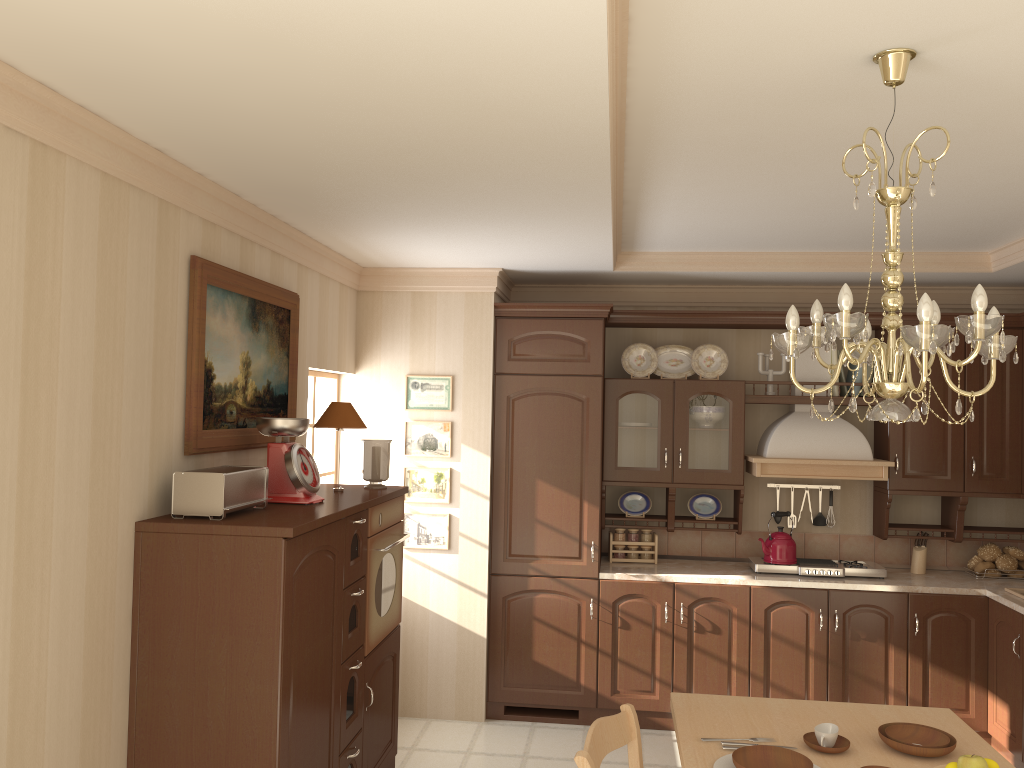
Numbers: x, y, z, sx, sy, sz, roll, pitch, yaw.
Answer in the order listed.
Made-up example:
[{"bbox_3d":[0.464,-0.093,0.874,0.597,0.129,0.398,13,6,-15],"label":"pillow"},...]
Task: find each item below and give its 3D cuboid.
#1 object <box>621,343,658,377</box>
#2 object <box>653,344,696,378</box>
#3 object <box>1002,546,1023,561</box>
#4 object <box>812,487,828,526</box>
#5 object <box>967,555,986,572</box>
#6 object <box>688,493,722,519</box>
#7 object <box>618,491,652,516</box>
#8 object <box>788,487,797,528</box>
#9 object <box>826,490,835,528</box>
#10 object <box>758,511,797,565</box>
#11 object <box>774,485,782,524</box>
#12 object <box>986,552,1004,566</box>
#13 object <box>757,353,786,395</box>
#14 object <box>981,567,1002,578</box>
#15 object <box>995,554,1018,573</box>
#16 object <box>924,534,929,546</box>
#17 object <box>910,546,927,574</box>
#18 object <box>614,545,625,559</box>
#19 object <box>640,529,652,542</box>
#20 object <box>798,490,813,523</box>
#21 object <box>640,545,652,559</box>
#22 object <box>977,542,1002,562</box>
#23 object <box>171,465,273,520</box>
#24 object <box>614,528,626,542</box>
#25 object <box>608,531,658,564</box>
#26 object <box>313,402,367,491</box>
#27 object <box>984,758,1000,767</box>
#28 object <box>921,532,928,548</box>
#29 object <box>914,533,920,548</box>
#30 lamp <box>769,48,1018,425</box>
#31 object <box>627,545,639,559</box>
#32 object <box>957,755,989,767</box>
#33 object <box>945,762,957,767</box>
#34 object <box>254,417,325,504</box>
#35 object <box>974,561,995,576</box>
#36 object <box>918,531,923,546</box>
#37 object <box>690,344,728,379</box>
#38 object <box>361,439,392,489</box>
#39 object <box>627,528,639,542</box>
[{"bbox_3d":[0.759,-0.143,5.270,0.220,0.210,0.068,1,-2,5],"label":"object"},{"bbox_3d":[0.968,-0.135,5.302,0.342,0.209,0.073,1,-2,8],"label":"object"},{"bbox_3d":[2.838,0.956,5.010,0.112,0.078,0.125,1,-2,1],"label":"object"},{"bbox_3d":[1.837,0.731,5.290,0.088,0.236,0.028,1,-2,7],"label":"object"},{"bbox_3d":[2.652,1.023,5.057,0.123,0.109,0.092,2,-2,-26],"label":"object"},{"bbox_3d":[1.143,0.722,5.256,0.202,0.143,0.071,1,-2,5],"label":"object"},{"bbox_3d":[0.735,0.714,5.306,0.202,0.143,0.071,1,-2,5],"label":"object"},{"bbox_3d":[1.674,0.737,5.298,0.051,0.245,0.003,1,-2,7],"label":"object"},{"bbox_3d":[1.895,0.743,5.270,0.049,0.219,0.049,2,-2,-16],"label":"object"},{"bbox_3d":[1.502,0.859,4.979,0.181,0.282,0.227,0,-2,30],"label":"object"},{"bbox_3d":[1.591,0.723,5.305,0.048,0.231,0.015,1,-2,8],"label":"object"},{"bbox_3d":[2.760,0.996,5.054,0.113,0.092,0.110,2,-2,-31],"label":"object"},{"bbox_3d":[1.504,-0.056,5.210,0.163,0.248,0.174,2,-2,-31],"label":"object"},{"bbox_3d":[2.699,1.059,5.002,0.114,0.058,0.119,2,-2,-28],"label":"object"},{"bbox_3d":[2.760,1.002,4.953,0.110,0.102,0.115,0,-2,36],"label":"object"},{"bbox_3d":[2.389,0.944,5.129,0.050,0.159,0.022,2,-2,-24],"label":"object"},{"bbox_3d":[2.350,1.010,5.106,0.078,0.148,0.151,0,-2,44],"label":"object"},{"bbox_3d":[0.639,0.994,5.260,0.068,0.088,0.068,1,-2,23],"label":"object"},{"bbox_3d":[0.797,0.897,5.257,0.068,0.088,0.068,1,-2,23],"label":"object"},{"bbox_3d":[1.750,0.731,5.288,0.089,0.195,0.005,1,-2,7],"label":"object"},{"bbox_3d":[0.795,0.997,5.254,0.068,0.088,0.068,1,-2,23],"label":"object"},{"bbox_3d":[2.697,0.951,5.009,0.118,0.105,0.100,1,-2,2],"label":"object"},{"bbox_3d":[-0.969,0.362,2.998,0.192,0.150,0.360,1,-2,7],"label":"object"},{"bbox_3d":[0.641,0.894,5.263,0.068,0.088,0.068,1,-2,23],"label":"object"},{"bbox_3d":[0.715,0.968,5.260,0.276,0.170,0.140,1,-2,2],"label":"object"},{"bbox_3d":[-0.752,0.273,3.873,0.237,0.388,0.235,1,-2,19],"label":"object"},{"bbox_3d":[1.165,0.940,2.171,0.047,0.046,0.054,3,-2,-42],"label":"object"},{"bbox_3d":[2.365,0.953,5.100,0.053,0.198,0.027,2,-2,-10],"label":"object"},{"bbox_3d":[2.331,0.958,5.116,0.053,0.198,0.027,2,-2,-10],"label":"object"},{"bbox_3d":[0.923,-0.395,2.149,0.501,0.982,0.502,2,-2,-24],"label":"lamp"},{"bbox_3d":[0.717,0.996,5.257,0.068,0.088,0.068,1,-2,23],"label":"object"},{"bbox_3d":[1.116,0.931,2.148,0.068,0.061,0.069,1,-2,23],"label":"object"},{"bbox_3d":[1.091,0.959,2.188,0.045,0.047,0.055,0,-2,39],"label":"object"},{"bbox_3d":[-0.859,0.290,3.392,0.263,0.317,0.218,1,-2,10],"label":"object"},{"bbox_3d":[2.657,1.039,4.986,0.114,0.092,0.104,2,-2,-36],"label":"object"},{"bbox_3d":[2.357,0.949,5.132,0.052,0.191,0.027,3,-2,-38],"label":"object"},{"bbox_3d":[1.163,-0.135,5.222,0.220,0.210,0.068,1,-2,5],"label":"object"},{"bbox_3d":[-0.624,0.365,4.069,0.144,0.220,0.144,2,-2,-10],"label":"object"},{"bbox_3d":[0.719,0.895,5.260,0.068,0.088,0.068,1,-2,23],"label":"object"}]
